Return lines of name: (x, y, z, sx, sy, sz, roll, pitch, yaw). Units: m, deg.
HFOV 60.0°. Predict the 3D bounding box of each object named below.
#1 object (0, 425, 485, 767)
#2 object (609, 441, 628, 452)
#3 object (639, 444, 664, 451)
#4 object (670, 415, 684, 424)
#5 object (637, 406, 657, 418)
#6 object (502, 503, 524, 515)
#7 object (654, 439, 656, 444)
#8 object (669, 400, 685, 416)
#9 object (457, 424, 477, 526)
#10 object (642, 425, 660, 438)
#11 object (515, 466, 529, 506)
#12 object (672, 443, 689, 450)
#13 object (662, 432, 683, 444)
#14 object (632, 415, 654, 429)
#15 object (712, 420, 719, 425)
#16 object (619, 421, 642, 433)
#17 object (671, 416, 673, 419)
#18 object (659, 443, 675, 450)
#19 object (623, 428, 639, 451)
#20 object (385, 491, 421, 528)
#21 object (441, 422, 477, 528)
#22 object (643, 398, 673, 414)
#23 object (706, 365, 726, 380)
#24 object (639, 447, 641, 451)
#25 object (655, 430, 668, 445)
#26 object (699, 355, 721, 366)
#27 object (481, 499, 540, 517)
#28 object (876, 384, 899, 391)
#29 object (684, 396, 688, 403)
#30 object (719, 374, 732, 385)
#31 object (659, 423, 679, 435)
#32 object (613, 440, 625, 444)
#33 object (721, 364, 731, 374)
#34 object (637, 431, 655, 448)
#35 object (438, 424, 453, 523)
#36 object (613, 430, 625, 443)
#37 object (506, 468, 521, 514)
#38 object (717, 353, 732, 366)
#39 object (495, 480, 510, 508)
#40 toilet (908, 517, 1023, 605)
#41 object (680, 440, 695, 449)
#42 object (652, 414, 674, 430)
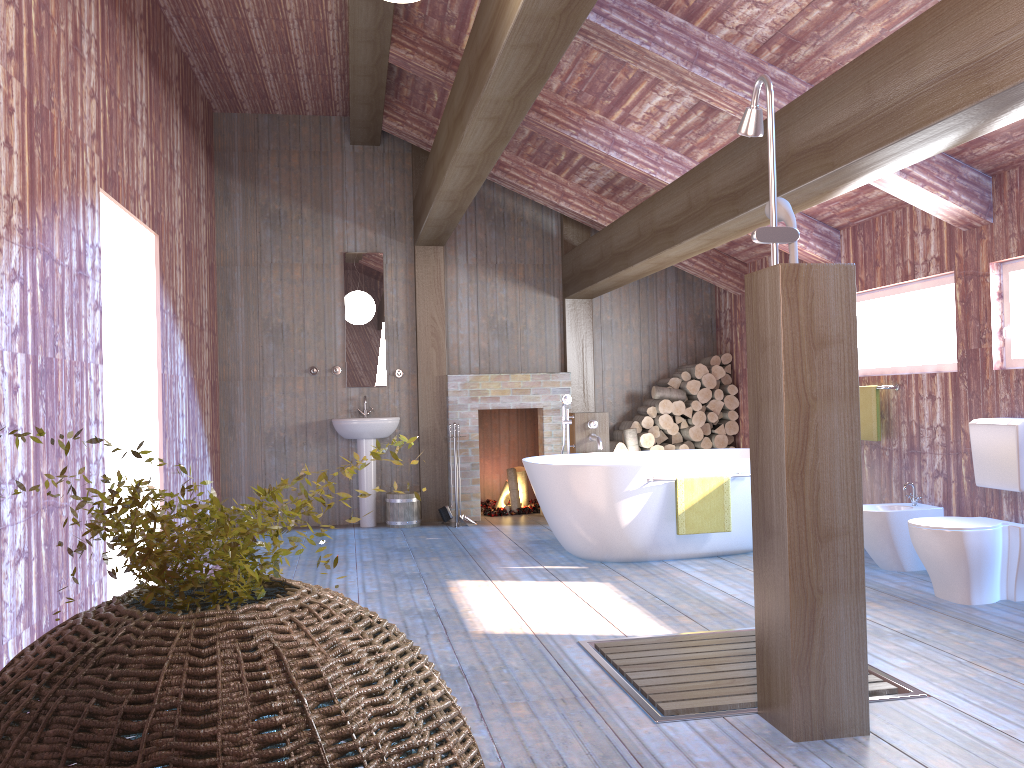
object: (-0.513, 0.599, 1.531, 0.972, 1.073, 0.970, -1, -1, -30)
object: (0.911, 0.588, 8.031, 0.139, 0.137, 0.455, -1, -1, -12)
object: (1.248, 0.607, 8.099, 0.139, 0.148, 0.458, -1, -1, -10)
object: (1.491, 0.324, 8.133, 0.088, 0.092, 0.280, -1, -1, -10)
object: (1.237, 0.253, 8.097, 0.106, 0.112, 0.282, -1, -1, -10)
object: (0.014, 1.176, 8.364, 0.085, 0.084, 0.278, -2, -1, 36)
object: (1.254, 0.514, 8.096, 0.064, 0.068, 0.174, -1, -1, -11)
object: (1.445, 0.215, 8.132, 0.138, 0.147, 0.440, -1, -1, -10)
object: (-0.428, 0.777, 7.639, 0.206, 0.871, 0.126, -2, -1, 32)
object: (1.245, 0.433, 8.096, 0.111, 0.113, 0.301, -1, -1, -11)
object: (0.084, 1.029, 8.603, 0.140, 0.459, 0.266, -2, -1, 7)
object: (1.492, 0.589, 8.128, 0.098, 0.100, 0.437, -1, -1, -12)
object: (1.477, 0.495, 8.229, 0.104, 0.127, 0.321, -1, -1, -10)
object: (1.189, 0.344, 8.071, 0.115, 0.123, 0.291, -1, -1, -9)
object: (1.842, 0.343, 8.188, 0.067, 0.069, 0.177, -1, -1, -10)
object: (1.080, 0.393, 8.098, 0.114, 0.113, 0.301, -1, -1, -13)
object: (1.419, 0.317, 8.105, 0.057, 0.061, 0.156, -1, -1, -11)
object: (1.390, 0.595, 8.113, 0.114, 0.120, 0.303, -1, -1, -10)
object: (1.065, 0.541, 7.876, 0.147, 0.298, 0.109, -1, -1, -8)
object: (-0.940, 1.085, 7.681, 0.309, 0.290, 0.308, -1, -1, 0)
object: (-0.514, 0.777, 7.688, 0.276, 0.888, 0.333, -2, -1, 31)
object: (1.332, 0.203, 8.111, 0.135, 0.145, 0.439, -1, -1, -10)
object: (1.827, -0.100, 8.228, 0.133, 0.142, 0.456, -1, -1, -9)
object: (1.085, 0.602, 8.147, 0.121, 0.124, 0.291, -1, -1, -10)
object: (1.330, 0.484, 8.199, 0.128, 0.150, 0.323, -1, -1, -10)
object: (1.841, -0.198, 8.248, 0.104, 0.121, 0.270, -1, -1, -9)
object: (-0.025, 1.196, 8.672, 0.829, 0.085, 0.935, -1, -1, -28)
object: (2.367, 0.027, 5.912, 0.091, 0.043, 0.581, -1, -1, -10)
object: (1.527, 0.137, 8.244, 0.121, 0.124, 0.291, -1, -1, -10)
object: (1.945, -0.042, 8.265, 0.107, 0.115, 0.269, -1, -1, -9)
object: (1.422, 0.403, 8.116, 0.115, 0.123, 0.291, -1, -1, -9)
object: (0.984, 0.563, 8.144, 0.099, 0.093, 0.280, -1, -1, -10)
object: (1.949, -0.138, 8.283, 0.081, 0.100, 0.281, -1, -1, -11)
object: (1.161, 0.500, 8.070, 0.138, 0.147, 0.440, -1, -1, -10)
object: (-0.575, 0.768, 7.625, 0.136, 0.846, 0.062, -1, -1, -29)
object: (1.022, 0.480, 8.155, 0.108, 0.113, 0.302, -1, -1, -10)
object: (0.019, 1.012, 8.360, 0.098, 0.434, 0.283, -1, -1, -12)
object: (1.945, -0.224, 8.269, 0.112, 0.113, 0.271, -1, -1, -10)
object: (-0.064, 1.073, 8.511, 0.221, 0.306, 0.121, -2, -1, 17)
toilet: (2.299, 0.899, 4.521, 0.534, 0.400, 0.375, -1, -1, -10)
object: (1.584, 0.579, 8.247, 0.116, 0.118, 0.289, -1, -1, -13)
object: (1.324, 0.340, 8.101, 0.141, 0.143, 0.437, -1, -1, -12)
